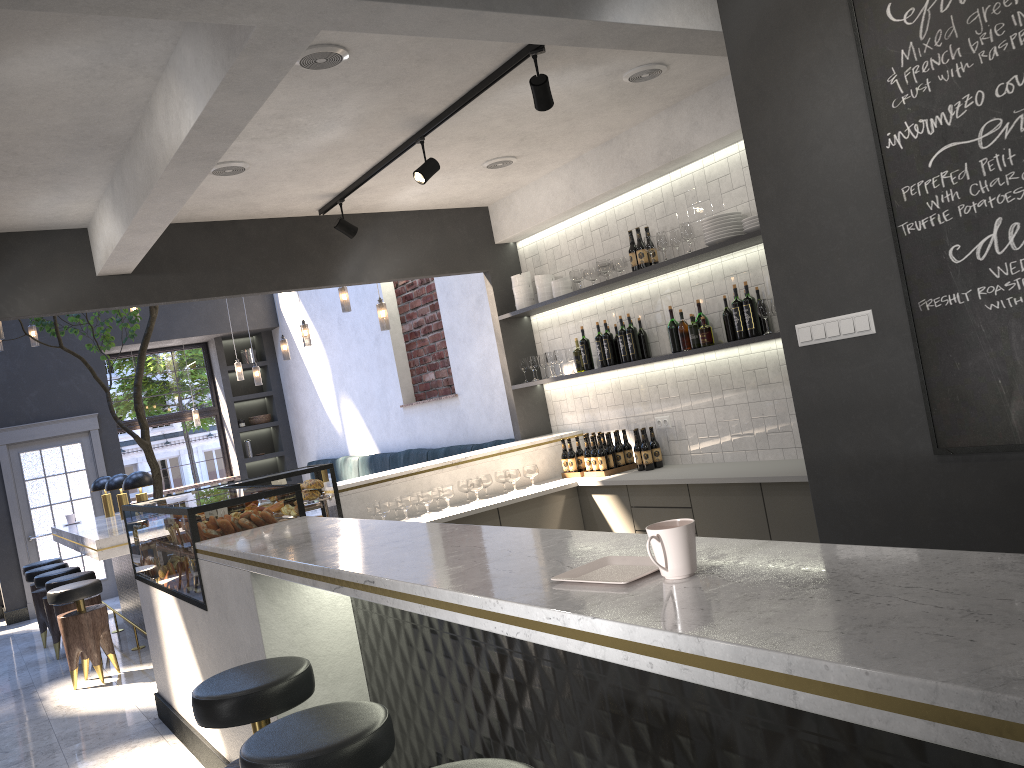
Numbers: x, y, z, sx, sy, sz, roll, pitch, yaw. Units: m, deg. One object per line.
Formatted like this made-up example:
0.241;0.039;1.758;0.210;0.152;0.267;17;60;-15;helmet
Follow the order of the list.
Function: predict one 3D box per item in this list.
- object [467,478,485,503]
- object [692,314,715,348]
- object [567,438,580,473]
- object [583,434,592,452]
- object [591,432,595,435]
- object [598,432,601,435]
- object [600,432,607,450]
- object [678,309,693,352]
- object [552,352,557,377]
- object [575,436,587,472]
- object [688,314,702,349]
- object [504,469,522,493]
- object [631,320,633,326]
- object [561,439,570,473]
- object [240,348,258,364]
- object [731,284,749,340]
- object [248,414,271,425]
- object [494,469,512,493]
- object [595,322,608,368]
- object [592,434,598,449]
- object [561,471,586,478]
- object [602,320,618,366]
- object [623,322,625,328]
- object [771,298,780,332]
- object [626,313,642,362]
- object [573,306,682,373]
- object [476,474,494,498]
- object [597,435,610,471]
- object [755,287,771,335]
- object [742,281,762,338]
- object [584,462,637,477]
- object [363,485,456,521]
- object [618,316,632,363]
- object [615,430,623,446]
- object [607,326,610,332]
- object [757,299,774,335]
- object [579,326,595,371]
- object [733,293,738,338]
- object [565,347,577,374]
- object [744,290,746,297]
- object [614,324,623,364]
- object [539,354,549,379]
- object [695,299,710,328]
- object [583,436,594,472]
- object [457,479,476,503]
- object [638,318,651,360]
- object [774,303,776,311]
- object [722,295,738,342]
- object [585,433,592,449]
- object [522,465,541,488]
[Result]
-0.240;0.711;5.917;0.114;0.147;0.114;-11;0;-28;object
1.142;-0.326;5.376;0.082;0.215;0.257;-11;0;-5;object
0.433;0.527;6.360;0.069;0.279;0.069;-11;0;34;object
0.556;0.504;6.441;0.069;0.279;0.069;-11;0;-26;object
0.619;0.492;6.481;0.069;0.279;0.069;-11;0;34;object
0.659;0.484;6.419;0.069;0.279;0.070;-11;0;-11;object
0.664;0.482;6.271;0.069;0.279;0.069;-11;0;34;object
1.055;-0.331;5.432;0.076;0.257;0.077;-11;0;29;object
0.312;-0.147;6.740;0.070;0.188;0.070;-11;0;-41;object
0.493;0.515;6.402;0.069;0.279;0.069;-11;0;19;object
1.101;-0.318;5.363;0.065;0.215;0.066;-11;0;-5;object
0.010;0.665;6.079;0.114;0.147;0.114;-11;0;-28;object
0.828;-0.295;5.989;0.065;0.280;0.065;-11;0;11;object
0.393;0.535;6.423;0.069;0.279;0.069;-11;0;19;object
-3.672;-0.381;12.399;0.213;0.215;0.213;-11;0;-23;object
1.299;-0.411;5.066;0.072;0.319;0.072;-11;0;42;object
-3.514;0.500;12.377;0.304;0.123;0.305;-11;0;-12;object
-0.059;0.679;6.190;0.114;0.147;0.114;-11;0;-28;object
0.620;-0.273;6.147;0.072;0.319;0.072;-11;0;42;object
0.601;0.493;6.231;0.069;0.279;0.069;-11;0;-31;object
0.547;0.629;6.420;0.307;0.038;0.231;-10;-1;-33;object
0.664;-0.282;6.077;0.072;0.319;0.072;-11;0;42;object
0.783;-0.286;6.059;0.065;0.280;0.065;-11;0;11;object
1.472;-0.384;4.893;0.070;0.188;0.070;-11;0;-41;object
0.797;-0.309;5.865;0.072;0.319;0.072;-11;0;42;object
0.742;-0.286;5.935;0.082;0.294;1.101;-11;0;-32;object
-0.184;0.702;6.109;0.114;0.147;0.114;-11;0;-28;object
0.619;0.489;6.064;0.069;0.279;0.069;-11;0;44;object
1.418;-0.415;5.048;0.065;0.280;0.065;-11;0;11;object
1.343;-0.420;4.995;0.072;0.319;0.072;-11;0;42;object
0.693;0.599;6.188;0.307;0.038;0.231;-10;-1;-33;object
-0.656;0.789;5.758;0.574;0.147;0.256;-10;0;-33;object
0.753;-0.300;5.935;0.072;0.319;0.072;-11;0;42;object
0.764;0.462;6.249;0.069;0.279;0.069;-11;0;34;object
0.695;-0.268;6.201;0.065;0.280;0.065;-11;0;11;object
1.381;-0.367;4.833;0.070;0.188;0.070;-11;0;-41;object
0.524;-0.253;6.300;0.072;0.319;0.072;-11;0;42;object
1.329;-0.397;5.190;0.065;0.280;0.065;-11;0;11;object
0.437;-0.173;6.541;0.070;0.188;0.070;-11;0;-19;object
1.374;-0.406;5.119;0.065;0.280;0.065;-11;0;11;object
0.739;-0.277;6.130;0.065;0.280;0.065;-11;0;11;object
0.250;-0.135;6.840;0.070;0.188;0.070;-11;0;-41;object
1.159;-0.369;5.405;0.081;0.294;0.081;-11;0;-5;object
0.538;0.505;6.191;0.069;0.279;0.069;-11;0;19;object
-0.309;0.725;6.027;0.114;0.147;0.114;-11;0;-28;object
0.872;-0.304;5.918;0.065;0.280;0.065;-11;0;11;object
1.444;-0.380;4.734;0.070;0.188;0.070;-11;0;-41;object
1.285;-0.388;5.260;0.065;0.280;0.065;-11;0;11;object
0.578;0.500;6.543;0.070;0.279;0.069;-11;0;-1;object
0.135;0.641;6.161;0.114;0.147;0.114;-11;0;-28;object
